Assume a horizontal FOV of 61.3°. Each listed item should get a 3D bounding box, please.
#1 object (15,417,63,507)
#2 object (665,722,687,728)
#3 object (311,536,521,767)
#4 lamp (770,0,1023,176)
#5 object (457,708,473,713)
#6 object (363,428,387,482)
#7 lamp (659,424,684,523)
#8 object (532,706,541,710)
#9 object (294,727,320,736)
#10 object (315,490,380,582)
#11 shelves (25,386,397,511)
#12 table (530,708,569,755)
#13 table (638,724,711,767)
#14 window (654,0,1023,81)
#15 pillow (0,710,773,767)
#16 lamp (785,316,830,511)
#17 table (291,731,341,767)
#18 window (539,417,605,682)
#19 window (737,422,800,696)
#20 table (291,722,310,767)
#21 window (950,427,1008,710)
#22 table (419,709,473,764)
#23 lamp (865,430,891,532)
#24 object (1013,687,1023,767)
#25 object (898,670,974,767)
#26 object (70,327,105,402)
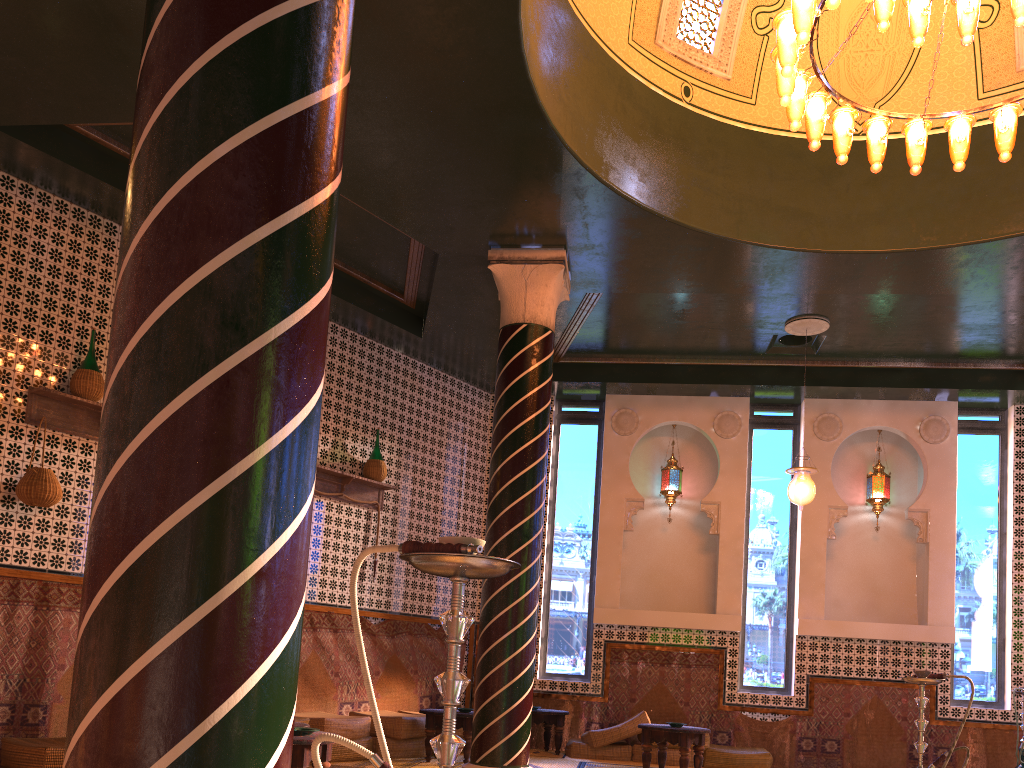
[{"bbox_3d":[-4.234,0.685,7.795,0.370,0.824,0.381,0,-9,27],"label":"object"},{"bbox_3d":[1.908,3.962,10.026,0.251,0.044,0.262,-4,-19,22],"label":"object"},{"bbox_3d":[-0.243,0.999,2.115,0.462,1.225,0.306,2,-6,16],"label":"object"},{"bbox_3d":[3.031,-4.188,5.577,2.466,4.498,2.554,1,-9,16],"label":"lamp"},{"bbox_3d":[-0.561,3.890,10.290,0.251,0.044,0.262,-4,-19,22],"label":"object"},{"bbox_3d":[-1.744,0.917,11.104,0.306,0.705,0.304,10,-10,-40],"label":"object"},{"bbox_3d":[2.398,1.326,12.944,0.325,1.528,0.368,-1,-8,41],"label":"lamp"},{"bbox_3d":[0.285,4.480,11.934,0.251,0.044,0.262,-4,-19,22],"label":"object"},{"bbox_3d":[-1.503,2.490,6.177,0.251,0.044,0.262,-4,-19,22],"label":"object"},{"bbox_3d":[-2.340,1.765,10.464,0.060,1.018,2.050,0,-15,37],"label":"object"},{"bbox_3d":[-2.963,0.829,9.545,0.257,0.333,4.640,-4,-19,37],"label":"shelves"},{"bbox_3d":[0.364,4.840,12.031,0.840,0.573,0.873,-3,-16,26],"label":"table"},{"bbox_3d":[1.864,4.273,10.004,0.838,0.573,0.875,-1,-15,20],"label":"table"},{"bbox_3d":[3.144,-4.200,5.698,5.829,1.131,5.669,-13,-24,42],"label":"window"},{"bbox_3d":[0.008,3.653,7.710,10.019,1.232,10.390,1,-18,8],"label":"pillow"},{"bbox_3d":[3.526,0.398,10.431,0.520,2.265,0.531,4,-6,-3],"label":"lamp"},{"bbox_3d":[-1.663,2.794,6.164,0.861,0.573,0.852,16,-19,-41],"label":"table"},{"bbox_3d":[0.910,2.461,12.993,0.773,3.908,0.093,3,-5,8],"label":"window"},{"bbox_3d":[3.738,2.515,12.603,0.773,3.908,0.093,3,-5,8],"label":"window"},{"bbox_3d":[-2.067,3.013,6.918,0.861,0.573,0.852,16,-19,-41],"label":"table"},{"bbox_3d":[6.566,2.569,12.214,0.773,3.908,0.093,3,-5,8],"label":"window"},{"bbox_3d":[-0.709,4.209,10.306,0.837,0.573,0.876,0,-15,13],"label":"table"},{"bbox_3d":[5.333,1.389,12.561,0.362,1.528,0.331,-2,-8,42],"label":"lamp"},{"bbox_3d":[6.559,4.527,11.100,0.302,1.225,0.473,-2,-9,44],"label":"object"},{"bbox_3d":[2.839,2.561,5.809,0.462,1.224,0.308,1,-7,24],"label":"object"},{"bbox_3d":[-3.993,-0.183,8.171,0.306,0.705,0.304,10,-10,-40],"label":"object"}]
